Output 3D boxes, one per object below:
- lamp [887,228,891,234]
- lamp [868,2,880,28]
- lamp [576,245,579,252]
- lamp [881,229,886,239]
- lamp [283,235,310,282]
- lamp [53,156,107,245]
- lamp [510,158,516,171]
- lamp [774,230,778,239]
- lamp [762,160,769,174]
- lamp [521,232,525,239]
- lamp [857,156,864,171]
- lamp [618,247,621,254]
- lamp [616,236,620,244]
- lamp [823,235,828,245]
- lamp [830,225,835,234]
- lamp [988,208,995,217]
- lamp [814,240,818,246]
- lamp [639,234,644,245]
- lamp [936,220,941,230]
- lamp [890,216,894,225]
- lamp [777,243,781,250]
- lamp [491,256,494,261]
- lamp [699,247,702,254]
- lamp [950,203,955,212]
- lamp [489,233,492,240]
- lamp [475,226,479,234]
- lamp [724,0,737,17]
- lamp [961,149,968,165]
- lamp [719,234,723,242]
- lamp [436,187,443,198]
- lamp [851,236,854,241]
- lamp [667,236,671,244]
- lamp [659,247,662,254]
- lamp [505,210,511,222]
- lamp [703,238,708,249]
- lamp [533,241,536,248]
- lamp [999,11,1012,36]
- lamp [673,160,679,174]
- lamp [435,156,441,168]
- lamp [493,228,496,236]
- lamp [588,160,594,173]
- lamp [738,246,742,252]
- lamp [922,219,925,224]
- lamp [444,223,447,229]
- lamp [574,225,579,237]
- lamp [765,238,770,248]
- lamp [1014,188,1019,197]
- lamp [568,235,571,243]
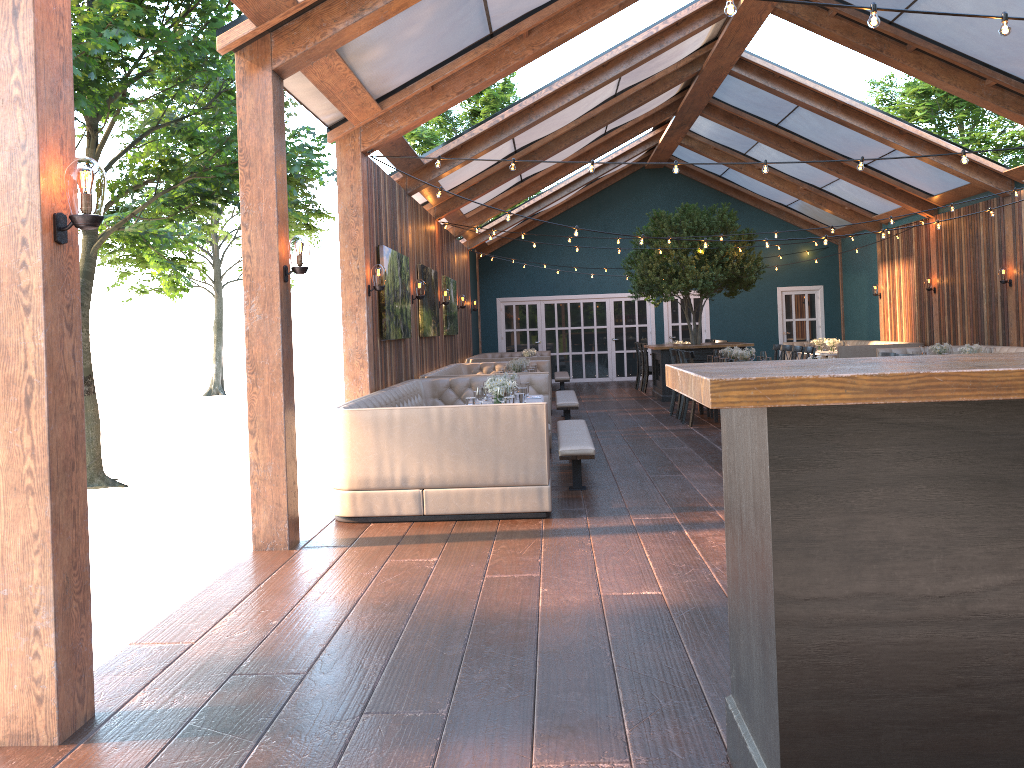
[{"bbox_3d":[6.981,-2.839,16.397,0.064,0.118,0.056,-2,0,11],"label":"lamp"},{"bbox_3d":[1.726,-1.760,4.223,0.056,0.121,0.056,-2,0,21],"label":"lamp"},{"bbox_3d":[1.100,-2.287,14.930,0.056,0.120,0.056,-2,0,-31],"label":"lamp"},{"bbox_3d":[4.359,-1.763,10.386,0.056,0.121,0.056,-2,0,-10],"label":"lamp"},{"bbox_3d":[-1.458,-0.853,6.013,0.178,0.320,0.146,-2,0,3],"label":"lamp"},{"bbox_3d":[-1.583,-0.677,3.256,0.178,0.320,0.146,-2,0,3],"label":"lamp"},{"bbox_3d":[0.004,-2.057,8.298,0.056,0.114,0.075,-2,1,1],"label":"lamp"},{"bbox_3d":[3.762,-2.132,12.609,0.056,0.121,0.056,-2,0,18],"label":"lamp"},{"bbox_3d":[2.158,-1.852,7.544,0.056,0.121,0.056,-2,0,17],"label":"lamp"},{"bbox_3d":[0.168,-2.323,13.837,0.056,0.121,0.056,-2,0,27],"label":"lamp"},{"bbox_3d":[2.872,-1.815,7.296,0.057,0.120,0.056,-2,0,-3],"label":"lamp"},{"bbox_3d":[1.834,-2.285,15.139,0.056,0.120,0.056,-2,0,-10],"label":"lamp"},{"bbox_3d":[1.605,-2.170,13.360,0.056,0.121,0.056,-2,0,12],"label":"lamp"},{"bbox_3d":[3.620,-1.662,10.218,0.056,0.120,0.056,-2,0,22],"label":"lamp"},{"bbox_3d":[4.477,-2.162,12.369,0.067,0.117,0.056,-3,1,-34],"label":"lamp"},{"bbox_3d":[5.816,-2.083,10.727,0.071,0.116,0.056,-2,1,25],"label":"lamp"},{"bbox_3d":[5.520,-2.559,16.051,0.056,0.117,0.068,-2,1,0],"label":"lamp"},{"bbox_3d":[1.408,-1.569,9.625,0.056,0.120,0.056,-2,1,-37],"label":"lamp"},{"bbox_3d":[5.091,-1.903,10.559,0.056,0.120,0.056,-2,0,30],"label":"lamp"},{"bbox_3d":[5.189,-2.237,12.087,0.056,0.121,0.056,-2,0,24],"label":"lamp"},{"bbox_3d":[4.790,-2.466,15.874,0.060,0.119,0.056,-2,0,26],"label":"lamp"},{"bbox_3d":[-0.440,-2.786,19.615,0.056,0.114,0.076,-3,1,-42],"label":"lamp"},{"bbox_3d":[3.311,-2.346,15.525,0.056,0.121,0.056,-2,0,28],"label":"lamp"},{"bbox_3d":[5.887,-2.360,11.830,0.063,0.118,0.056,-2,0,-4],"label":"lamp"},{"bbox_3d":[-0.351,-2.412,14.495,0.065,0.118,0.056,-3,1,-39],"label":"lamp"},{"bbox_3d":[-0.557,-2.448,14.067,0.056,0.120,0.056,-2,0,-31],"label":"lamp"},{"bbox_3d":[0.993,-1.734,4.028,0.056,0.121,0.056,-2,0,19],"label":"lamp"},{"bbox_3d":[3.598,-1.805,7.037,0.056,0.121,0.056,-2,0,-29],"label":"lamp"},{"bbox_3d":[3.041,-2.126,12.862,0.056,0.121,0.056,-2,0,-22],"label":"lamp"},{"bbox_3d":[-0.739,-1.948,8.988,0.068,0.117,0.056,-2,0,9],"label":"lamp"},{"bbox_3d":[6.252,-2.684,16.243,0.056,0.121,0.056,-2,0,-15],"label":"lamp"},{"bbox_3d":[2.329,-2.137,13.119,0.056,0.121,0.056,-2,1,43],"label":"lamp"},{"bbox_3d":[2.574,-2.307,15.326,0.056,0.121,0.056,-2,0,-17],"label":"lamp"},{"bbox_3d":[-0.041,-1.750,9.206,0.056,0.119,0.059,-2,1,34],"label":"lamp"},{"bbox_3d":[2.149,-1.563,9.827,0.056,0.121,0.056,-2,0,1],"label":"lamp"},{"bbox_3d":[0.375,-2.325,14.705,0.056,0.119,0.062,-2,1,45],"label":"lamp"},{"bbox_3d":[2.461,-1.797,4.417,0.056,0.121,0.056,-2,0,28],"label":"lamp"},{"bbox_3d":[1.440,-1.908,7.781,0.056,0.120,0.056,-2,0,-22],"label":"lamp"},{"bbox_3d":[-0.715,-2.141,8.529,0.056,0.118,0.064,-2,1,-24],"label":"lamp"},{"bbox_3d":[-0.282,-2.403,13.980,0.056,0.121,0.056,-2,0,5],"label":"lamp"},{"bbox_3d":[0.728,-1.979,8.056,0.056,0.114,0.075,-3,1,-42],"label":"lamp"},{"bbox_3d":[4.050,-2.396,15.696,0.060,0.119,0.056,-2,0,-12],"label":"lamp"},{"bbox_3d":[7.704,-3.031,16.577,0.056,0.120,0.056,-2,0,32],"label":"lamp"},{"bbox_3d":[-1.073,-2.558,14.299,0.056,0.119,0.061,-2,1,38],"label":"lamp"},{"bbox_3d":[0.681,-1.627,9.412,0.056,0.120,0.056,-2,0,0],"label":"lamp"},{"bbox_3d":[2.890,-1.596,10.015,0.056,0.120,0.056,-2,0,8],"label":"lamp"},{"bbox_3d":[6.578,-2.500,11.540,0.056,0.120,0.056,-3,1,-45],"label":"lamp"},{"bbox_3d":[0.883,-2.231,13.601,0.056,0.121,0.056,-2,0,15],"label":"lamp"}]
